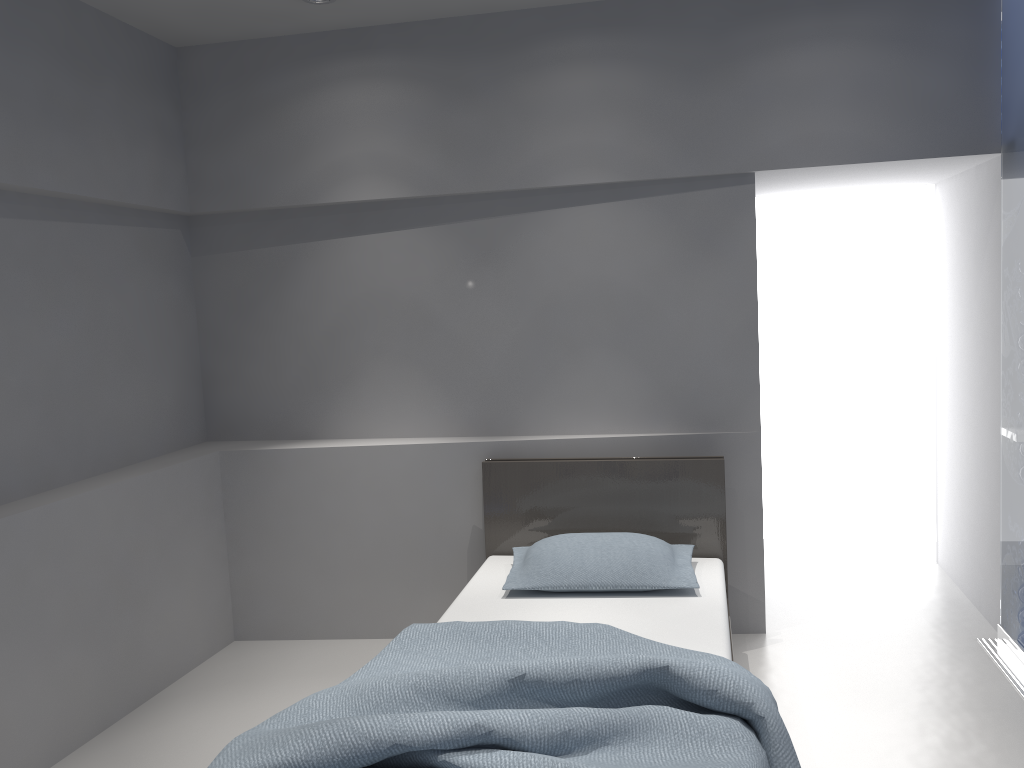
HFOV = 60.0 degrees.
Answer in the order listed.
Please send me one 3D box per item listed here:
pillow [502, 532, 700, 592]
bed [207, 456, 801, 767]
[{"bbox_3d":[0.345,0.680,3.432,0.746,0.173,0.417,-2,6,7],"label":"pillow"},{"bbox_3d":[0.137,0.812,2.754,1.411,0.752,2.319,-2,6,12],"label":"bed"}]
